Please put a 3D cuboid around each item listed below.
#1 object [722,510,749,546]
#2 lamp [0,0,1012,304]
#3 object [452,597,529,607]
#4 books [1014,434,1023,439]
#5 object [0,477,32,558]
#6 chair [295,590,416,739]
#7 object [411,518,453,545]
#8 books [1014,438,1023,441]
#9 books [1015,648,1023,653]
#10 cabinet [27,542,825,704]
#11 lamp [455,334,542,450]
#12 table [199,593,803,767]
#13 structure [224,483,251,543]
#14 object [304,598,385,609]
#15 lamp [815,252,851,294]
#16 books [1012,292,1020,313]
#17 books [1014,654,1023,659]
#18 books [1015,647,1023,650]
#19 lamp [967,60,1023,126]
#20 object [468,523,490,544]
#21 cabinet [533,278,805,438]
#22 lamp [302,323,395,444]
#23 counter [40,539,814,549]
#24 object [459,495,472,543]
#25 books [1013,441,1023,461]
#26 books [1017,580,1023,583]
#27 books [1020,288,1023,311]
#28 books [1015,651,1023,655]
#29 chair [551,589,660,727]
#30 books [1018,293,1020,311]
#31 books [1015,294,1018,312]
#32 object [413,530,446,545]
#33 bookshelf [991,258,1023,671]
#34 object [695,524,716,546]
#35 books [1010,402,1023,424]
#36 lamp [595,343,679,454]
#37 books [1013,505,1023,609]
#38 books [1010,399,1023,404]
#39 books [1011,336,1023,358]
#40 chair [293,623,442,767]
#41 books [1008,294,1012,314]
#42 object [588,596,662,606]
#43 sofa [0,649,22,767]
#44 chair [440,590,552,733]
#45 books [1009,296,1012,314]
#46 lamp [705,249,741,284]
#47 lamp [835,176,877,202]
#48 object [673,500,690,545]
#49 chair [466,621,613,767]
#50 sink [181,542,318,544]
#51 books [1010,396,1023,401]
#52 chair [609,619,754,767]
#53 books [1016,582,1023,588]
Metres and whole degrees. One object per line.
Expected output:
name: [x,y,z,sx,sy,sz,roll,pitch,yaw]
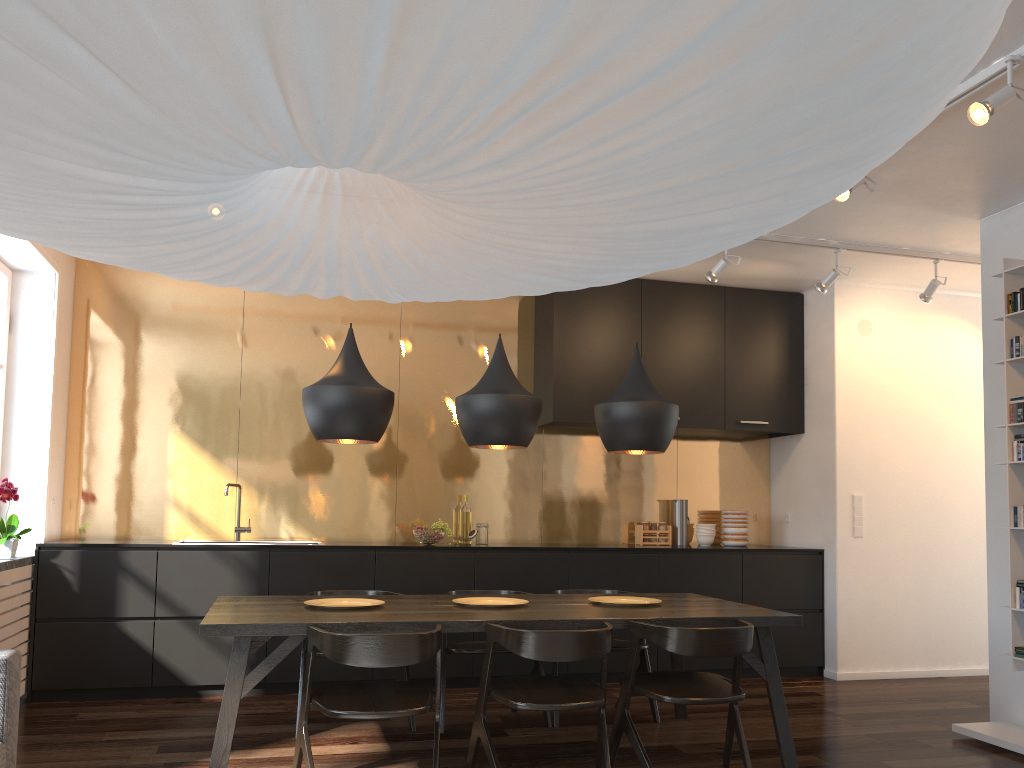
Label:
object: [1.677,1.085,6.646,0.199,0.262,0.198,6,-7,-40]
lamp: [-0.211,-0.291,1.079,1.470,0.208,1.481,-2,-9,22]
object: [-0.099,1.016,4.108,0.357,0.016,0.357,7,-10,-33]
books: [2.582,0.261,4.398,0.096,0.022,0.112,3,-8,-15]
object: [-2.705,0.722,4.775,0.230,0.434,0.407,5,-7,-38]
chair: [-0.823,1.425,4.570,0.594,0.667,0.523,3,-6,-18]
object: [-0.525,0.964,5.782,0.240,0.172,0.178,5,-7,-30]
books: [2.579,0.276,4.393,0.093,0.012,0.112,3,-9,-15]
books: [2.520,1.303,4.316,0.070,0.015,0.093,3,-8,-15]
cabinet: [-0.333,1.528,5.931,5.067,0.895,0.737,3,-6,-15]
lamp: [-0.061,0.030,4.176,0.412,0.537,0.412,5,-7,-38]
table: [-0.080,1.357,4.051,2.502,0.675,1.114,3,-7,-15]
structure: [-1.767,0.837,5.711,0.109,0.383,0.267,1,-5,1]
object: [-0.745,0.980,3.938,0.356,0.016,0.358,3,-8,-11]
lamp: [1.998,-0.691,5.482,0.085,0.238,0.251,5,-7,-39]
books: [2.547,-0.406,4.446,0.069,0.106,0.023,2,-4,-15]
books: [2.520,1.330,4.313,0.074,0.015,0.099,3,-8,-15]
books: [2.523,1.293,4.313,0.069,0.009,0.108,3,-9,-15]
lamp: [1.750,-1.036,3.161,0.251,0.237,0.085,2,-5,-9]
object: [-0.220,1.022,6.069,0.177,0.150,0.088,6,-7,-37]
cabinet: [1.171,-0.178,6.546,1.957,1.044,0.534,3,-5,-15]
lamp: [-0.736,-0.008,3.998,0.411,0.537,0.413,-1,-6,19]
counter: [-0.325,1.082,5.963,5.064,0.002,0.737,3,-9,-15]
object: [-0.325,0.948,6.212,0.092,0.337,0.092,-3,-6,42]
books: [2.617,0.306,4.221,0.122,0.112,0.471,3,-8,-15]
books: [2.562,0.972,4.341,0.093,0.012,0.112,3,-9,-15]
books: [2.564,-0.417,4.396,0.074,0.115,0.029,2,-5,-15]
books: [2.521,1.316,4.314,0.070,0.013,0.093,3,-8,-15]
chair: [0.460,1.492,4.879,0.593,0.667,0.523,3,-6,-15]
books: [2.559,-0.403,4.414,0.070,0.092,0.014,3,-4,-15]
books: [2.555,-0.401,4.427,0.070,0.092,0.014,3,-4,-15]
object: [-0.541,1.004,5.789,0.219,0.096,0.220,-4,-9,32]
bookshelf: [2.651,0.360,4.227,0.227,2.062,0.643,2,-5,-15]
object: [1.448,1.127,6.605,0.158,0.159,0.155,0,-6,13]
books: [2.558,0.148,4.408,0.096,0.103,0.102,3,-6,-15]
lamp: [0.613,0.068,4.354,0.411,0.537,0.413,-3,-7,32]
books: [2.603,0.828,4.184,0.122,0.508,0.472,2,-6,-15]
books: [2.553,0.089,4.415,0.070,0.013,0.093,3,-8,-15]
books: [2.590,-0.191,4.369,0.109,0.112,0.223,3,-8,-15]
chair: [-0.517,1.250,3.340,0.593,0.667,0.523,3,-6,-16]
books: [2.543,-0.401,4.479,0.069,0.106,0.016,2,-4,-15]
object: [0.546,1.052,4.278,0.356,0.016,0.358,3,-8,-11]
sofa: [-1.179,0.942,1.309,2.041,0.667,3.089,3,-8,-15]
chair: [-0.128,1.459,4.724,0.594,0.667,0.523,3,-6,-16]
books: [2.544,-0.396,4.463,0.070,0.092,0.014,3,-4,-15]
lamp: [1.272,-0.732,5.289,0.085,0.238,0.251,5,-8,-44]
lamp: [1.533,-0.920,3.969,0.251,0.238,0.085,5,-6,-33]
object: [1.274,1.037,6.623,0.164,0.337,0.115,2,-5,-12]
chair: [0.142,1.288,3.519,0.593,0.667,0.523,3,-6,-14]
sink: [-0.442,1.048,5.891,3.417,0.242,0.485,3,-8,-16]
books: [2.550,0.075,4.411,0.069,0.013,0.094,2,-8,-9]
chair: [0.734,1.321,3.675,0.594,0.667,0.523,3,-6,-16]
books: [2.545,0.988,4.337,0.069,0.023,0.108,3,-8,-15]
